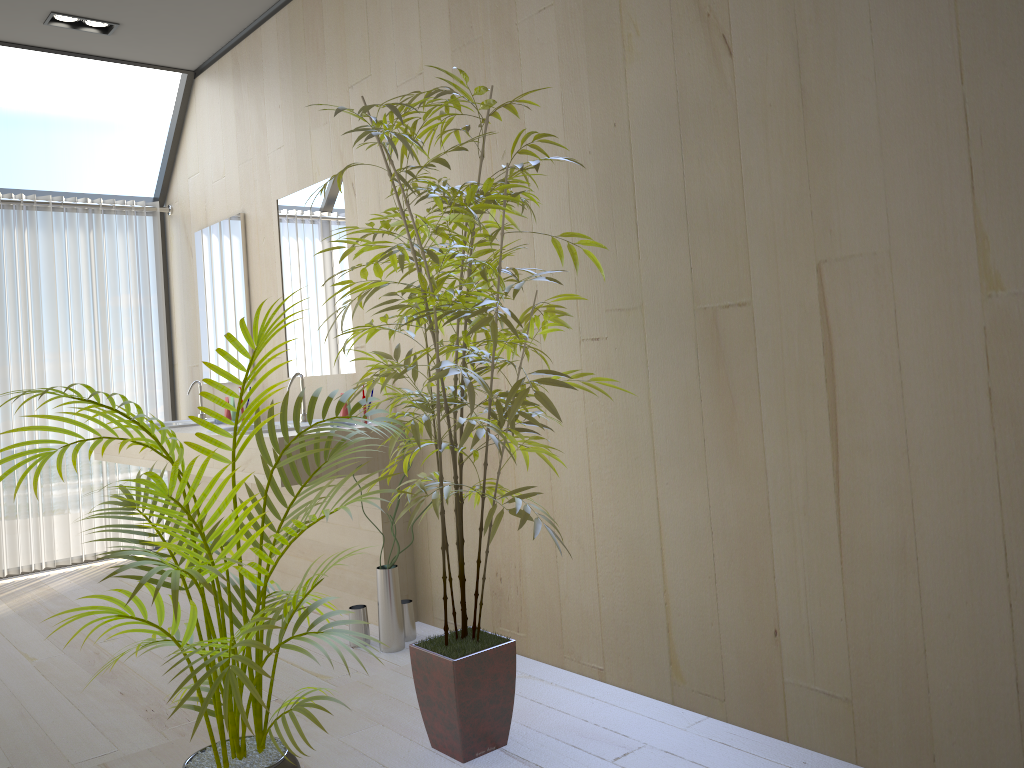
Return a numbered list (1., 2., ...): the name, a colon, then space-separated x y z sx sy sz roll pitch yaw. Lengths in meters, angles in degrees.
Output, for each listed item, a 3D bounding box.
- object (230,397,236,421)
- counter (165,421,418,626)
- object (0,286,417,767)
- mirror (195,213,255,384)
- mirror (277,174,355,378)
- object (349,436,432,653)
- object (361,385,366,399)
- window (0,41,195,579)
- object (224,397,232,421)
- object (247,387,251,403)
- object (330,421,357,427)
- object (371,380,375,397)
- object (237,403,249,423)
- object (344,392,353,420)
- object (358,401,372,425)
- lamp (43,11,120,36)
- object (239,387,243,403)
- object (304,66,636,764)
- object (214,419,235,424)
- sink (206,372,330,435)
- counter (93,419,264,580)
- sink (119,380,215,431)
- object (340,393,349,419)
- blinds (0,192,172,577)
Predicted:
1. object: -1.451 0.131 4.604 0.039 0.135 0.039 -4 -2 9
2. counter: -0.972 0.580 3.762 0.551 0.792 1.202 -3 0 -40
3. object: -0.643 0.403 1.831 0.916 1.159 0.749 -4 -1 -6
4. mirror: -1.572 -0.442 4.815 0.023 0.870 0.651 -3 -2 -40
5. mirror: -0.892 -0.470 4.036 0.023 0.870 0.651 -3 -2 -40
6. object: -0.413 0.570 3.268 0.273 0.750 0.407 -5 -2 38
7. object: -0.585 0.073 3.497 0.012 0.178 0.050 -4 -2 0
8. window: -3.689 -0.259 3.806 4.569 2.818 0.743 -5 -1 -40
9. object: -1.443 0.134 4.490 0.039 0.135 0.039 -4 -2 9
10. object: -1.337 0.103 4.457 0.054 0.175 0.012 -4 -2 -14
11. object: -0.664 0.154 3.482 0.104 0.029 0.032 -4 0 1
12. object: -0.569 0.073 3.530 0.054 0.175 0.012 -4 -2 -14
13. object: -1.349 0.145 4.452 0.058 0.100 0.058 -3 -1 -33
14. object: -0.684 0.101 3.677 0.039 0.135 0.039 -4 -2 2
15. object: -0.582 0.115 3.525 0.058 0.100 0.058 -4 -1 -29
16. lamp: -2.076 -1.785 4.265 0.301 0.112 0.163 -5 1 -40
17. object: -1.352 0.104 4.423 0.012 0.178 0.050 -4 -2 0
18. object: -0.115 0.063 2.351 0.787 1.760 0.933 -4 -1 -15
19. object: -1.431 0.184 4.409 0.104 0.029 0.032 -4 0 1
20. sink: -1.017 0.169 3.719 0.505 0.420 0.572 -4 0 -36
21. counter: -1.740 0.611 4.688 0.551 0.792 1.202 -3 0 -40
22. sink: -1.784 0.199 4.646 0.505 0.420 0.572 -4 0 -36
23. object: -0.676 0.103 3.564 0.039 0.135 0.039 -4 -2 2
24. blinds: -2.544 -0.029 4.978 1.184 2.074 0.084 -3 -2 -40
